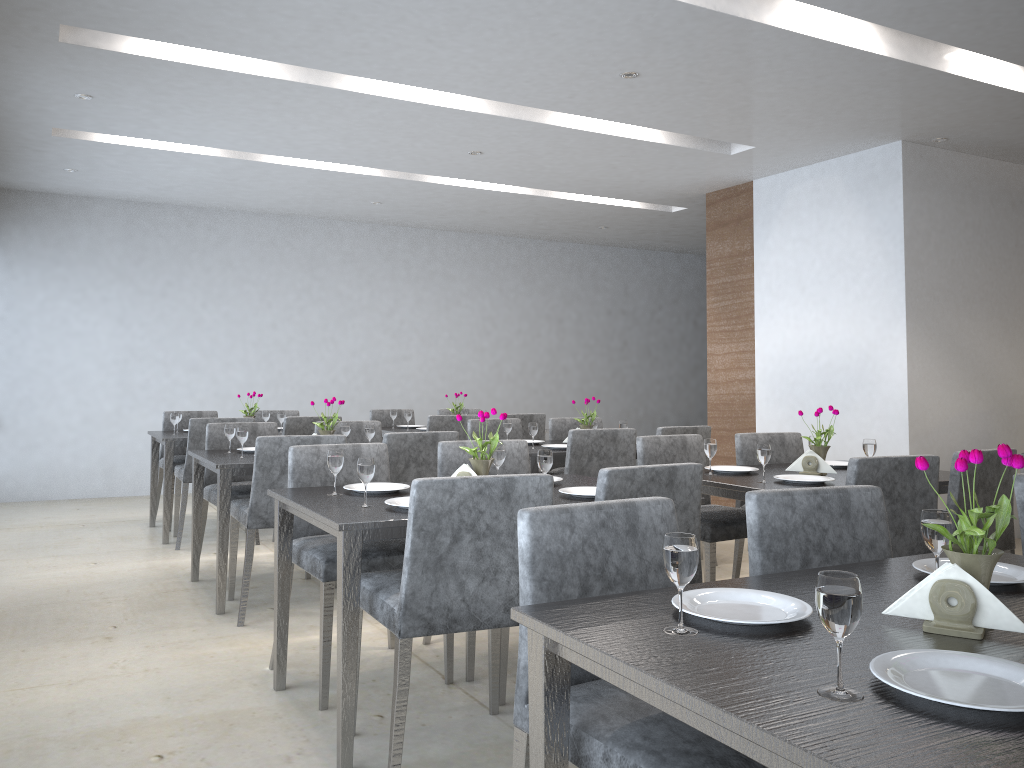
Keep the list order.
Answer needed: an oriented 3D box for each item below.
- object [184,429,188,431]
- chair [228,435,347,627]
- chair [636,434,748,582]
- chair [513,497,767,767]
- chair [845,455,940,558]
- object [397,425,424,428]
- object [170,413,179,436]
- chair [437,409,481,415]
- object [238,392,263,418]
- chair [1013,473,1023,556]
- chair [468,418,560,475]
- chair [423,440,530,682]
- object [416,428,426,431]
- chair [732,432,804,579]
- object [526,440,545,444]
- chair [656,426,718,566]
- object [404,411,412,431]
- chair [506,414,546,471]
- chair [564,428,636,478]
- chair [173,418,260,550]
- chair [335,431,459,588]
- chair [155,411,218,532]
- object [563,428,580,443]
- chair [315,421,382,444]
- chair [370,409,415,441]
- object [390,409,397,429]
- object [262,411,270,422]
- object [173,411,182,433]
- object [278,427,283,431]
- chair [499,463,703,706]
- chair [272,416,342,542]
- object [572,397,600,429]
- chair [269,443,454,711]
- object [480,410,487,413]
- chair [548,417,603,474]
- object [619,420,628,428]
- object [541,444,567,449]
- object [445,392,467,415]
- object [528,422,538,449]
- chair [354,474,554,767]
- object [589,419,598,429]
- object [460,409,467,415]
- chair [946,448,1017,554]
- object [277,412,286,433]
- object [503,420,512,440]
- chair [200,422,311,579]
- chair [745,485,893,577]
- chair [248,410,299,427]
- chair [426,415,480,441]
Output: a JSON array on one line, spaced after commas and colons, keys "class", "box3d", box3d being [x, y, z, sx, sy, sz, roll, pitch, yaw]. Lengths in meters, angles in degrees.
[{"class": "object", "box3d": [-2.098, 0.314, 5.951, 0.217, 0.015, 0.216, 1, 0, 24]}, {"class": "chair", "box3d": [-0.972, 0.596, 3.886, 0.476, 0.766, 0.490, 2, -3, -23]}, {"class": "chair", "box3d": [0.825, 0.612, 3.734, 0.476, 0.766, 0.491, 2, -4, -33]}, {"class": "chair", "box3d": [0.293, 0.617, 1.530, 0.476, 0.766, 0.491, 2, -4, -33]}, {"class": "chair", "box3d": [1.176, 0.618, 3.103, 0.476, 0.766, 0.490, 2, -3, -23]}, {"class": "object", "box3d": [-0.762, 0.322, 6.668, 0.216, 0.015, 0.216, 0, 0, -13]}, {"class": "object", "box3d": [-2.125, 0.253, 5.566, 0.053, 0.140, 0.053, -1, -4, 20]}, {"class": "chair", "box3d": [-0.348, 0.587, 7.049, 0.476, 0.766, 0.490, 2, -3, -23]}, {"class": "object", "box3d": [-1.749, 0.186, 5.907, 0.154, 0.278, 0.103, 2, -4, -31]}, {"class": "chair", "box3d": [1.629, 0.626, 2.248, 0.476, 0.766, 0.491, 2, -4, -33]}, {"class": "chair", "box3d": [0.013, 0.599, 5.236, 0.476, 0.766, 0.491, 2, -4, -33]}, {"class": "chair", "box3d": [-0.027, 0.607, 3.267, 0.476, 0.766, 0.490, 2, -3, -23]}, {"class": "object", "box3d": [-0.579, 0.325, 6.330, 0.216, 0.015, 0.216, 1, 0, 42]}, {"class": "chair", "box3d": [1.309, 0.615, 3.985, 0.476, 0.766, 0.490, 2, -3, -23]}, {"class": "object", "box3d": [0.083, 0.337, 5.105, 0.216, 0.015, 0.216, 1, 0, 42]}, {"class": "chair", "box3d": [0.800, 0.607, 4.904, 0.476, 0.766, 0.491, 2, -4, -33]}, {"class": "object", "box3d": [-0.743, 0.262, 6.311, 0.053, 0.140, 0.053, -1, -4, 20]}, {"class": "chair", "box3d": [-0.045, 0.593, 6.467, 0.476, 0.766, 0.491, 2, -4, -33]}, {"class": "chair", "box3d": [0.364, 0.604, 4.604, 0.476, 0.766, 0.490, 2, -3, -23]}, {"class": "chair", "box3d": [-1.818, 0.581, 5.449, 0.476, 0.766, 0.490, 2, -3, -23]}, {"class": "chair", "box3d": [-0.536, 0.598, 4.186, 0.476, 0.766, 0.491, 2, -4, -33]}, {"class": "chair", "box3d": [-2.168, 0.575, 6.081, 0.476, 0.766, 0.491, 2, -4, -33]}, {"class": "object", "box3d": [0.377, 0.297, 5.021, 0.203, 0.100, 0.070, 0, -3, 31]}, {"class": "chair", "box3d": [-0.839, 0.593, 4.768, 0.476, 0.766, 0.490, 2, -3, -23]}, {"class": "chair", "box3d": [-0.832, 0.584, 6.799, 0.476, 0.766, 0.491, 2, -4, -33]}, {"class": "object", "box3d": [-0.881, 0.260, 6.567, 0.053, 0.140, 0.053, -1, -4, 20]}, {"class": "object", "box3d": [-1.705, 0.254, 6.125, 0.053, 0.140, 0.053, -1, -4, 20]}, {"class": "object", "box3d": [-2.213, 0.251, 5.852, 0.053, 0.140, 0.053, -1, -4, 20]}, {"class": "object", "box3d": [-1.583, 0.317, 6.227, 0.217, 0.015, 0.216, 1, 0, 24]}, {"class": "chair", "box3d": [0.276, 0.612, 2.684, 0.476, 0.766, 0.491, 2, -4, -33]}, {"class": "chair", "box3d": [-1.381, 0.584, 5.749, 0.476, 0.766, 0.491, 2, -4, -33]}, {"class": "object", "box3d": [0.433, 0.209, 5.062, 0.154, 0.278, 0.103, 2, -4, -31]}, {"class": "chair", "box3d": [-0.511, 0.604, 3.016, 0.476, 0.766, 0.491, 2, -4, -33]}, {"class": "object", "box3d": [-0.217, 0.265, 6.652, 0.053, 0.140, 0.053, -1, -4, 20]}, {"class": "chair", "box3d": [0.497, 0.602, 5.486, 0.476, 0.766, 0.490, 2, -3, -23]}, {"class": "object", "box3d": [0.639, 0.280, 5.070, 0.053, 0.140, 0.053, -1, -4, 20]}, {"class": "object", "box3d": [0.266, 0.340, 4.767, 0.216, 0.015, 0.216, 1, 0, 42]}, {"class": "object", "box3d": [-0.412, 0.195, 6.625, 0.154, 0.278, 0.103, 2, -4, -31]}, {"class": "object", "box3d": [0.113, 0.277, 4.729, 0.053, 0.140, 0.053, -1, -4, 20]}, {"class": "chair", "box3d": [-0.160, 0.609, 2.385, 0.476, 0.766, 0.490, 2, -3, -23]}, {"class": "object", "box3d": [0.483, 0.277, 5.258, 0.053, 0.140, 0.053, -1, -4, 20]}, {"class": "object", "box3d": [-0.373, 0.263, 6.840, 0.053, 0.140, 0.053, -1, -4, 20]}, {"class": "chair", "box3d": [1.612, 0.621, 3.402, 0.476, 0.766, 0.491, 2, -4, -33]}, {"class": "object", "box3d": [-1.549, 0.257, 5.937, 0.053, 0.140, 0.053, -1, -4, 20]}, {"class": "object", "box3d": [-0.026, 0.274, 4.985, 0.053, 0.140, 0.053, -1, -4, 20]}, {"class": "chair", "box3d": [-1.323, 0.590, 4.518, 0.476, 0.766, 0.491, 2, -4, -33]}, {"class": "chair", "box3d": [0.776, 0.620, 1.780, 0.476, 0.766, 0.490, 2, -3, -23]}, {"class": "chair", "box3d": [-1.685, 0.579, 6.331, 0.476, 0.766, 0.490, 2, -3, -23]}, {"class": "chair", "box3d": [-0.481, 0.590, 6.167, 0.476, 0.766, 0.490, 2, -3, -23]}]
